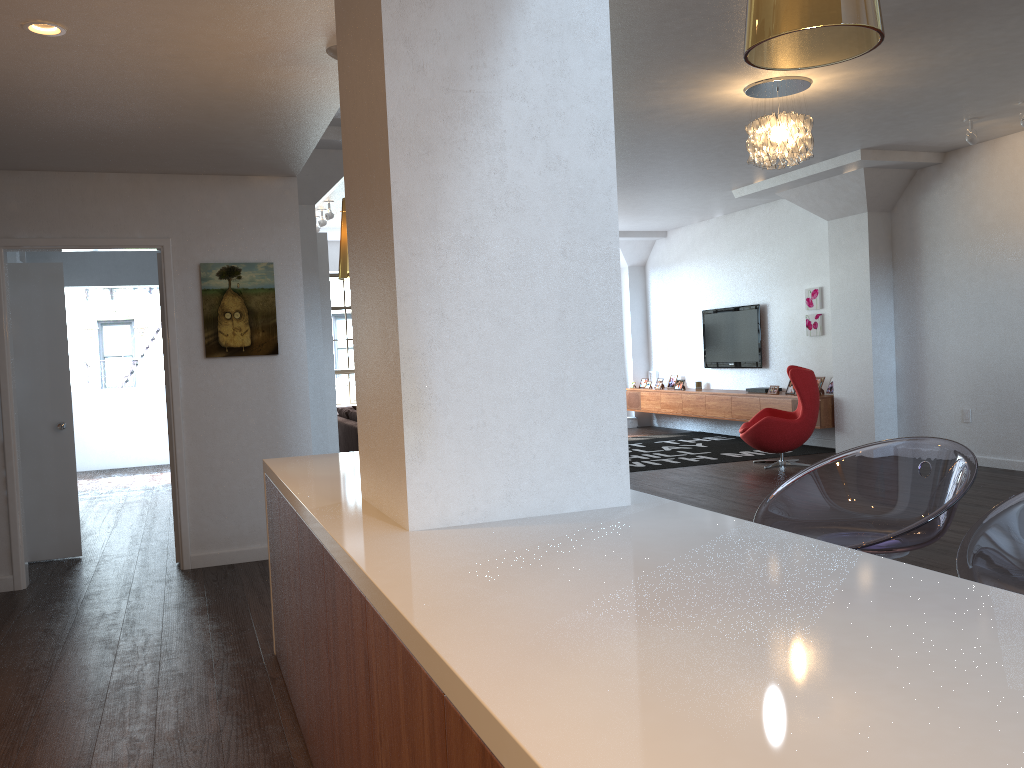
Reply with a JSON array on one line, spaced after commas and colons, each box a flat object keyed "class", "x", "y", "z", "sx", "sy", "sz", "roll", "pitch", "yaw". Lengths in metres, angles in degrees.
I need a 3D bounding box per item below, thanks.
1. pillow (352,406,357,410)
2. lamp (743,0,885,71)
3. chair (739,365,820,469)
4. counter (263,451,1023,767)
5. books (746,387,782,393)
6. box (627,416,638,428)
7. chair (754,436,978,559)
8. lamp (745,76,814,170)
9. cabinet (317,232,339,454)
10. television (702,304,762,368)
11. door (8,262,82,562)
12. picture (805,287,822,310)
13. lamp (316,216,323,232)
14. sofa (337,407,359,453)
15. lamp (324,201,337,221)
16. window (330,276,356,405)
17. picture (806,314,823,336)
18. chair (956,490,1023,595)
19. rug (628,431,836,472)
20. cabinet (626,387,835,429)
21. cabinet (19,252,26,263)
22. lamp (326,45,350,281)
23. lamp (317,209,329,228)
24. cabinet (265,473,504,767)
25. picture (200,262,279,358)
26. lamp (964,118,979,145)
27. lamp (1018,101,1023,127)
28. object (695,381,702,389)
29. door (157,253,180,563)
[{"class": "pillow", "x": -1.804, "y": 0.435, "z": 11.753, "sx": 0.334, "sy": 0.418, "sz": 0.580, "roll": -1, "pitch": 3, "yaw": 43}, {"class": "lamp", "x": 0.726, "y": -1.342, "z": 2.232, "sx": 0.149, "sy": 1.807, "sz": 2.842, "roll": -2, "pitch": 2, "yaw": 19}, {"class": "chair", "x": 2.726, "y": 0.321, "z": 9.075, "sx": 0.801, "sy": 1.006, "sz": 0.798, "roll": -3, "pitch": 2, "yaw": 5}, {"class": "counter", "x": 1.571, "y": 0.747, "z": 0.729, "sx": 8.182, "sy": 0.860, "sz": 3.039, "roll": -1, "pitch": 3, "yaw": 40}, {"class": "books", "x": 3.166, "y": 0.080, "z": 11.156, "sx": 0.250, "sy": 0.053, "sz": 0.400, "roll": -4, "pitch": 2, "yaw": -20}, {"class": "box", "x": 1.812, "y": 0.607, "z": 14.100, "sx": 0.228, "sy": 0.165, "sz": 0.368, "roll": -4, "pitch": 2, "yaw": -20}, {"class": "chair", "x": 0.853, "y": 0.652, "z": 2.144, "sx": 0.481, "sy": 1.014, "sz": 0.530, "roll": -3, "pitch": 2, "yaw": -18}, {"class": "lamp", "x": 1.812, "y": -1.748, "z": 6.018, "sx": 0.441, "sy": 0.539, "sz": 0.442, "roll": -2, "pitch": 2, "yaw": 22}, {"class": "cabinet", "x": -2.577, "y": -0.158, "z": 9.900, "sx": 0.461, "sy": 2.414, "sz": 4.500, "roll": -4, "pitch": 2, "yaw": -20}, {"class": "television", "x": 2.930, "y": -0.618, "z": 11.882, "sx": 0.013, "sy": 0.816, "sz": 1.324, "roll": -4, "pitch": 2, "yaw": -21}, {"class": "door", "x": -3.426, "y": 0.204, "z": 5.995, "sx": 0.826, "sy": 2.032, "sz": 0.174, "roll": -4, "pitch": 2, "yaw": -20}, {"class": "picture", "x": 3.526, "y": -0.997, "z": 10.384, "sx": 0.030, "sy": 0.250, "sz": 0.250, "roll": -4, "pitch": 2, "yaw": -20}, {"class": "lamp", "x": -2.322, "y": -1.880, "z": 10.508, "sx": 0.111, "sy": 0.211, "sz": 0.120, "roll": -1, "pitch": 3, "yaw": 44}, {"class": "sofa", "x": -0.222, "y": 0.577, "z": 10.680, "sx": 3.481, "sy": 0.664, "sz": 4.197, "roll": -4, "pitch": 2, "yaw": -20}, {"class": "lamp", "x": -1.964, "y": -1.863, "z": 9.548, "sx": 0.111, "sy": 0.211, "sz": 0.120, "roll": -2, "pitch": 2, "yaw": 14}, {"class": "window", "x": -0.967, "y": -0.738, "z": 13.630, "sx": 4.648, "sy": 1.905, "sz": 0.114, "roll": -4, "pitch": 2, "yaw": -20}, {"class": "picture", "x": 3.541, "y": -0.690, "z": 10.395, "sx": 0.030, "sy": 0.250, "sz": 0.250, "roll": -4, "pitch": 2, "yaw": -20}, {"class": "chair", "x": 1.074, "y": 0.662, "z": 1.553, "sx": 0.481, "sy": 1.014, "sz": 0.530, "roll": -4, "pitch": 2, "yaw": -22}, {"class": "rug", "x": 1.241, "y": 0.836, "z": 10.687, "sx": 4.200, "sy": 0.007, "sz": 3.100, "roll": -3, "pitch": 2, "yaw": -19}, {"class": "cabinet", "x": 2.802, "y": 0.268, "z": 11.919, "sx": 0.459, "sy": 0.350, "sz": 4.501, "roll": -4, "pitch": 2, "yaw": -20}, {"class": "cabinet", "x": -3.888, "y": -0.262, "z": 6.510, "sx": 0.527, "sy": 2.991, "sz": 2.630, "roll": -4, "pitch": 2, "yaw": -20}, {"class": "lamp", "x": -0.640, "y": -0.868, "z": 3.524, "sx": 0.149, "sy": 0.900, "sz": 0.149, "roll": -2, "pitch": 2, "yaw": 25}, {"class": "lamp", "x": -2.141, "y": -1.872, "z": 10.022, "sx": 0.111, "sy": 0.211, "sz": 0.120, "roll": -2, "pitch": 2, "yaw": 29}, {"class": "cabinet", "x": 0.148, "y": 0.796, "z": 1.933, "sx": 0.898, "sy": 0.796, "sz": 4.493, "roll": -4, "pitch": 2, "yaw": -20}, {"class": "picture", "x": -1.756, "y": -0.480, "z": 5.723, "sx": 0.450, "sy": 0.600, "sz": 0.030, "roll": -4, "pitch": 2, "yaw": -20}, {"class": "lamp", "x": 3.746, "y": -2.056, "z": 7.227, "sx": 0.111, "sy": 0.211, "sz": 0.120, "roll": -2, "pitch": 2, "yaw": 14}, {"class": "lamp", "x": 3.923, "y": -2.048, "z": 6.752, "sx": 0.111, "sy": 0.211, "sz": 0.120, "roll": -2, "pitch": 2, "yaw": 29}, {"class": "object", "x": 2.653, "y": 0.020, "z": 12.606, "sx": 0.089, "sy": 0.110, "sz": 0.089, "roll": -2, "pitch": 2, "yaw": 25}, {"class": "door", "x": -2.298, "y": 0.144, "z": 6.156, "sx": 0.174, "sy": 2.032, "sz": 0.826, "roll": -3, "pitch": 2, "yaw": -10}]
